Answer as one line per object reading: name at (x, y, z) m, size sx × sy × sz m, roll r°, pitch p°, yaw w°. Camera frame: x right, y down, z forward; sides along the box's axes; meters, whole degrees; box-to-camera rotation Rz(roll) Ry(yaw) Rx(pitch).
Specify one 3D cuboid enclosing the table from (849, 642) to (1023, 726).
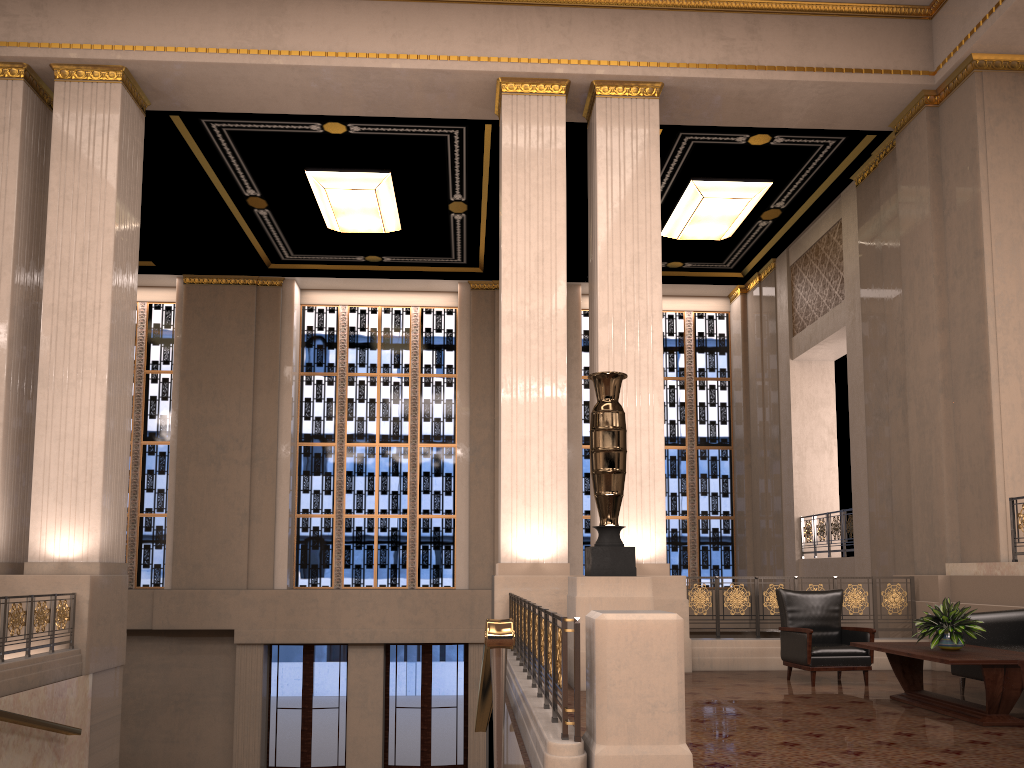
table at (3.171, 2.138, 6.361) m, size 0.839 × 0.429 × 1.500 m, roll 1°, pitch -12°, yaw -3°

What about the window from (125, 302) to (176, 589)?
window at (-7.621, 1.085, 16.289) m, size 2.987 × 5.296 × 0.070 m, roll 0°, pitch -6°, yaw -3°

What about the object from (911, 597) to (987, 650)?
object at (3.158, 1.734, 6.388) m, size 0.504 × 0.371 × 0.531 m, roll -5°, pitch -11°, yaw 29°

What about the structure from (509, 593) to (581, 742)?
structure at (0.110, 1.820, 6.305) m, size 0.079 × 0.529 × 5.019 m, roll 0°, pitch -12°, yaw -3°

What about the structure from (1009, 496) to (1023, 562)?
structure at (4.901, 1.013, 6.638) m, size 0.032 × 0.615 × 3.756 m, roll 0°, pitch -12°, yaw -3°

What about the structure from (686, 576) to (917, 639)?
structure at (3.045, 2.368, 9.348) m, size 2.534 × 0.647 × 0.032 m, roll 1°, pitch -6°, yaw -3°

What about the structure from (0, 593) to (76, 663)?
structure at (-4.116, 1.767, 6.086) m, size 0.079 × 0.529 × 5.019 m, roll 0°, pitch -12°, yaw -2°

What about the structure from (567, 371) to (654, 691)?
structure at (0.864, 1.291, 7.922) m, size 0.700 × 2.756 × 0.709 m, roll 0°, pitch -6°, yaw -3°

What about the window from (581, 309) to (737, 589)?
window at (2.747, 1.214, 16.825) m, size 2.987 × 5.296 × 0.070 m, roll 0°, pitch -6°, yaw -3°

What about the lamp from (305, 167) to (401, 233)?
lamp at (-2.304, -2.647, 13.083) m, size 1.167 × 0.211 × 2.050 m, roll 1°, pitch -12°, yaw -3°

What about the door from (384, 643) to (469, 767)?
door at (-1.522, 5.935, 15.645) m, size 1.491 × 2.692 × 0.157 m, roll 0°, pitch -6°, yaw -3°

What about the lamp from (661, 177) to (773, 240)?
lamp at (3.039, -2.581, 13.360) m, size 1.167 × 0.211 × 2.050 m, roll 1°, pitch -12°, yaw -3°

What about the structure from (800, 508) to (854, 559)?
structure at (4.704, 2.239, 13.079) m, size 0.031 × 0.658 × 2.191 m, roll 0°, pitch -12°, yaw -3°

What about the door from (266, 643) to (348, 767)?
door at (-3.608, 5.909, 15.537) m, size 1.491 × 2.692 × 0.157 m, roll 0°, pitch -6°, yaw -3°

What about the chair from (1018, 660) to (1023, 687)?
chair at (3.180, 1.566, 4.635) m, size 0.647 × 0.833 × 0.728 m, roll 1°, pitch -9°, yaw -3°

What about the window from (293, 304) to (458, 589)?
window at (-2.525, 1.148, 16.552) m, size 2.987 × 5.296 × 0.070 m, roll 0°, pitch -6°, yaw -3°

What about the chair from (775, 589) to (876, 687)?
chair at (2.849, 2.298, 8.044) m, size 0.648 × 0.833 × 0.728 m, roll 1°, pitch -9°, yaw -8°

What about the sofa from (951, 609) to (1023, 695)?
sofa at (4.089, 2.019, 6.426) m, size 0.875 × 0.697 × 1.954 m, roll 1°, pitch -11°, yaw -3°
